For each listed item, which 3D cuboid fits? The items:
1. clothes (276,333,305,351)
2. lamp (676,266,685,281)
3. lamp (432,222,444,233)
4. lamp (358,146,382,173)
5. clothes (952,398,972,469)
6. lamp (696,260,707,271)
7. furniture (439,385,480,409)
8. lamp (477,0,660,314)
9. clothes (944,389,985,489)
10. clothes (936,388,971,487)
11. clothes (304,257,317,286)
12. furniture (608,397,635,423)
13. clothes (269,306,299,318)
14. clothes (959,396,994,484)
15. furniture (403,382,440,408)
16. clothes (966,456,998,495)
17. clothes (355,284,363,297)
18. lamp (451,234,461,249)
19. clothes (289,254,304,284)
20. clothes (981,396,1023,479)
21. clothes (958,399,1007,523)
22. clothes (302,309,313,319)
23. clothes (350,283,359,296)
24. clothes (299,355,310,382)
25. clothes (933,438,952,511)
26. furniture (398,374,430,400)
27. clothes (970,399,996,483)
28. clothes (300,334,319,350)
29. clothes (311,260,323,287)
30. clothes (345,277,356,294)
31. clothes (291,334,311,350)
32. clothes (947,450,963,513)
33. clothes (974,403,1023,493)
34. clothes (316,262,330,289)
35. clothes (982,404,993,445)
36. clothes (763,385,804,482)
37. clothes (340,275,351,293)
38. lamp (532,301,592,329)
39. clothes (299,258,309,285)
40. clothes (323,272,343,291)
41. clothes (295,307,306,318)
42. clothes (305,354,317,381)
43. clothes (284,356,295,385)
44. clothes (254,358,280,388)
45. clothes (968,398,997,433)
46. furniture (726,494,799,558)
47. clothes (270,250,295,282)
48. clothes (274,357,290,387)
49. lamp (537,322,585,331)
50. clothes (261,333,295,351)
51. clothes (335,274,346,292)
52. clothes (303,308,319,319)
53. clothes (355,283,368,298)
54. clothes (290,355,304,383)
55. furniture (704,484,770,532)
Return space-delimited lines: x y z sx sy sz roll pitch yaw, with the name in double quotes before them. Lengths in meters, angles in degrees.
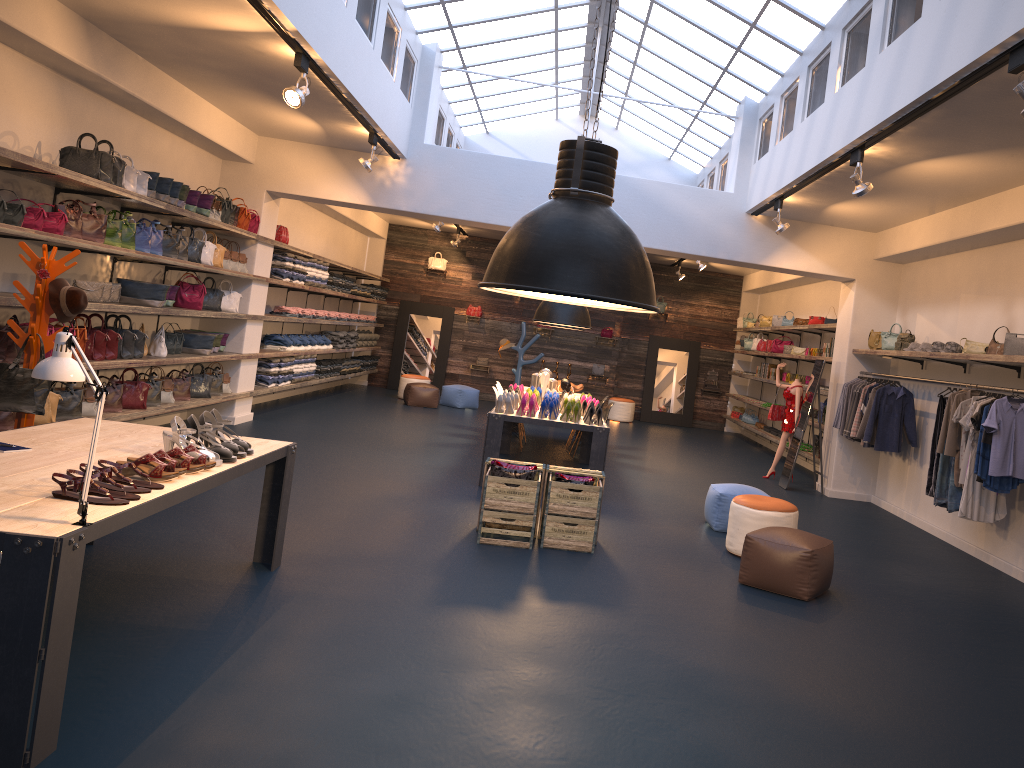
"clothes" -3.308 -0.619 12.737 0.410 0.241 0.443 8 2 14
"lamp" 3.505 -2.284 18.077 0.222 0.328 0.195 8 0 42
"lamp" -1.277 -2.753 14.992 0.222 0.328 0.195 8 0 42
"lamp" -1.563 -2.457 9.524 0.258 0.328 0.167 8 0 -33
"clothes" 4.317 0.469 8.018 0.559 0.687 0.114 8 -1 -7
"lamp" 3.365 -2.141 15.430 0.222 0.328 0.195 8 0 42
"furniture" -0.996 0.229 16.677 0.600 0.423 0.697 9 2 37
"lamp" 0.327 -1.133 3.340 0.751 1.650 0.646 9 -1 -33
"clothes" 4.316 0.521 8.167 0.534 0.949 0.179 8 -1 -9
"clothes" 4.327 0.516 8.277 0.534 0.949 0.179 8 -1 -9
"clothes" -3.065 -1.673 12.835 0.263 0.456 0.341 8 0 12
"furniture" 2.314 0.547 18.442 0.582 0.481 0.578 8 1 1
"clothes" -3.266 -1.043 12.505 0.337 0.159 0.332 9 3 19
"clothes" 4.307 0.525 7.928 0.515 0.833 0.140 8 -1 -3
"furniture" -1.650 0.187 15.889 0.681 0.423 0.616 7 2 -18
"clothes" 4.296 0.618 7.871 0.334 0.879 0.091 8 -2 -4
"clothes" -2.962 -1.760 15.984 0.422 0.251 0.341 8 2 -5
"lamp" -1.138 -2.895 17.620 0.222 0.328 0.195 8 0 42
"clothes" -3.086 -1.616 12.135 0.252 0.411 0.322 8 0 6
"clothes" 4.294 0.458 7.435 0.559 0.701 0.121 8 -1 -8
"clothes" 4.288 0.696 7.808 0.509 1.112 0.127 8 -2 -7
"clothes" -3.228 -1.082 13.223 0.337 0.159 0.332 9 3 19
"clothes" -2.984 -1.739 15.589 0.409 0.251 0.353 8 2 7
"clothes" -3.235 -0.258 13.121 0.263 0.456 0.341 8 0 12
"clothes" 4.266 0.669 8.459 0.244 1.139 0.147 9 -2 -23
"furniture" -1.889 0.070 16.785 0.582 0.481 0.578 8 1 1
"clothes" 4.292 0.515 7.655 0.566 0.753 0.136 8 -1 -4
"clothes" -3.264 -0.663 13.546 0.429 0.241 0.424 8 2 -2
"clothes" -3.047 -1.691 13.161 0.263 0.456 0.341 8 0 12
"clothes" -2.944 -1.726 15.102 0.349 0.299 0.309 8 1 4
"clothes" -3.286 -0.641 13.137 0.429 0.241 0.424 8 2 -2
"clothes" 4.341 0.683 8.399 0.204 1.139 0.235 8 -1 6
"clothes" 4.290 0.567 7.550 0.497 0.771 0.122 8 -1 -7
"clothes" -3.028 -1.710 13.521 0.263 0.456 0.341 8 0 12
"clothes" 4.286 0.377 7.536 0.464 0.372 0.135 8 -1 -7
"clothes" 3.903 0.687 12.276 0.481 1.388 0.332 8 -1 -16
"clothes" -2.961 -1.708 14.775 0.356 0.299 0.303 8 1 -2
"lamp" 0.678 -1.489 9.933 0.723 1.650 0.675 8 -1 -11
"clothes" -3.095 -1.638 12.461 0.252 0.411 0.322 8 0 6
"clothes" -2.984 -1.671 14.125 0.371 0.299 0.325 8 1 1
"clothes" -3.224 -1.065 12.841 0.326 0.155 0.345 8 3 -7
"clothes" -3.216 -0.278 13.481 0.263 0.456 0.341 8 0 12
"clothes" -3.283 -0.205 12.421 0.252 0.411 0.322 8 0 6
"clothes" -3.318 -0.168 11.745 0.252 0.411 0.322 8 0 6
"clothes" 4.315 0.421 7.719 0.529 0.587 0.076 8 -1 -6
"furniture" 2.101 1.202 7.287 0.582 0.481 0.578 8 1 1
"clothes" -3.130 -1.601 11.785 0.252 0.411 0.322 8 0 6
"clothes" -3.274 -0.184 12.095 0.252 0.411 0.322 8 0 6
"lamp" 0.819 -1.636 12.634 0.649 1.650 0.749 7 -1 35
"clothes" -3.330 -0.595 12.296 0.429 0.241 0.424 8 2 -2
"clothes" -2.978 -1.690 14.450 0.378 0.299 0.310 8 1 -13
"clothes" -3.186 -1.103 13.559 0.326 0.155 0.345 8 3 -7
"clothes" -2.942 -1.783 16.399 0.409 0.251 0.353 8 2 7
"clothes" -3.253 -0.241 12.795 0.263 0.456 0.341 8 0 12
"furniture" 2.177 1.178 8.317 0.658 0.423 0.639 8 2 -3
